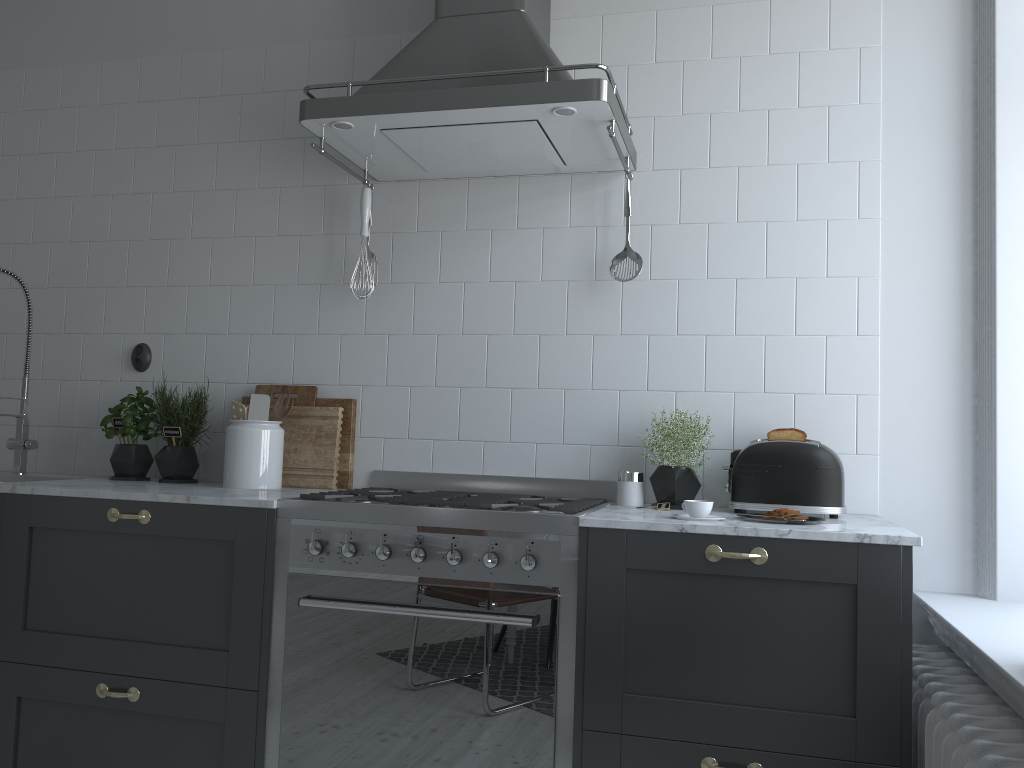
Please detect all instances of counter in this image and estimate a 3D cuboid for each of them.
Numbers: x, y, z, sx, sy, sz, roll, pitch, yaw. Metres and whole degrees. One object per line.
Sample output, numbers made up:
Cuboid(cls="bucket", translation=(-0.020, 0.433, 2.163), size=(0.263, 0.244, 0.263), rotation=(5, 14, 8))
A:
Cuboid(cls="counter", translation=(-0.950, 0.319, 2.651), size=(3.902, 0.020, 0.624), rotation=(1, -4, 15))

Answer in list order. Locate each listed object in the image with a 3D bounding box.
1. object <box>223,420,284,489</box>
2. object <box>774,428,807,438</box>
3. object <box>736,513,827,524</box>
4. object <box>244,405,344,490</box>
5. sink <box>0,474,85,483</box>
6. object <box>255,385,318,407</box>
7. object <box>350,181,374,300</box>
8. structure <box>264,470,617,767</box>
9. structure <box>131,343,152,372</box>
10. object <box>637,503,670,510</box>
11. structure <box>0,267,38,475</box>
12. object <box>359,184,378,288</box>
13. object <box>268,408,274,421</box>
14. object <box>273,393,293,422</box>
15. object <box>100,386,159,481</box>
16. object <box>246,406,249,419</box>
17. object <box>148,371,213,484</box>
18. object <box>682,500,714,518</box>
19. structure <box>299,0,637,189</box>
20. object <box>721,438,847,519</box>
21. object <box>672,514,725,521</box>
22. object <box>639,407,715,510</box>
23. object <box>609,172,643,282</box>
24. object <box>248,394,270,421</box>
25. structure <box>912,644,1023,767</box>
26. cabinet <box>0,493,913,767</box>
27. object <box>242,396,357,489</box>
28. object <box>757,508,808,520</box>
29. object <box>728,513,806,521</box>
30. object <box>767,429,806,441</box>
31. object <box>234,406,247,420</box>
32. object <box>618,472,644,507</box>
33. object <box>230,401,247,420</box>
Cuboid(cls="object", translation=(-0.799, 0.218, 2.747), size=(0.174, 0.208, 0.174), rotation=(1, -4, 10))
Cuboid(cls="object", translation=(0.757, 0.176, 2.435), size=(0.107, 0.110, 0.010), rotation=(1, -4, 19))
Cuboid(cls="object", translation=(0.648, 0.326, 2.136), size=(0.209, 0.011, 0.209), rotation=(5, -5, -37))
Cuboid(cls="object", translation=(-0.723, 0.201, 2.847), size=(0.360, 0.261, 0.053), rotation=(1, -4, 15))
Cuboid(cls="sink", translation=(-1.762, 0.393, 2.814), size=(0.669, 0.203, 0.384), rotation=(1, -4, 15))
Cuboid(cls="object", translation=(-0.748, 0.168, 2.881), size=(0.220, 0.330, 0.041), rotation=(1, -4, 15))
Cuboid(cls="object", translation=(-0.464, -0.451, 2.782), size=(0.074, 0.381, 0.076), rotation=(2, -4, -5))
Cuboid(cls="structure", translation=(-0.163, 0.805, 2.393), size=(0.779, 1.096, 0.651), rotation=(1, -4, 15))
Cuboid(cls="structure", translation=(-1.293, -0.093, 3.080), size=(0.079, 0.103, 0.032), rotation=(1, -4, 15))
Cuboid(cls="object", translation=(0.383, 0.330, 2.405), size=(0.091, 0.018, 0.062), rotation=(1, -4, 12))
Cuboid(cls="structure", translation=(-1.701, -0.042, 2.956), size=(0.100, 0.692, 0.266), rotation=(1, -4, 15))
Cuboid(cls="object", translation=(-0.456, -0.473, 2.816), size=(0.066, 0.332, 0.024), rotation=(1, -4, 20))
Cuboid(cls="object", translation=(-0.762, 0.197, 2.782), size=(0.050, 0.247, 0.114), rotation=(3, -4, -20))
Cuboid(cls="object", translation=(-0.754, 0.174, 2.778), size=(0.131, 0.296, 0.056), rotation=(2, -4, -6))
Cuboid(cls="object", translation=(-1.266, 0.162, 2.944), size=(0.172, 0.311, 0.179), rotation=(0, -4, 26))
Cuboid(cls="object", translation=(-0.796, 0.196, 2.788), size=(0.118, 0.250, 0.033), rotation=(1, -4, 15))
Cuboid(cls="object", translation=(-1.081, 0.136, 2.882), size=(0.196, 0.367, 0.186), rotation=(4, -4, -30))
Cuboid(cls="object", translation=(0.443, 0.299, 2.112), size=(0.072, 0.040, 0.070), rotation=(2, -4, 7))
Cuboid(cls="structure", translation=(-0.085, -1.168, 2.560), size=(0.843, 1.079, 0.567), rotation=(1, -4, 15))
Cuboid(cls="object", translation=(0.732, 0.248, 2.398), size=(0.326, 0.207, 0.219), rotation=(1, -4, 20))
Cuboid(cls="object", translation=(0.443, 0.318, 2.111), size=(0.126, 0.008, 0.126), rotation=(-1, -5, 41))
Cuboid(cls="object", translation=(0.459, 0.204, 2.472), size=(0.210, 0.283, 0.220), rotation=(0, -4, 28))
Cuboid(cls="object", translation=(0.337, -0.460, 2.596), size=(0.101, 0.331, 0.030), rotation=(0, -4, 25))
Cuboid(cls="object", translation=(-0.796, 0.173, 2.761), size=(0.064, 0.290, 0.141), rotation=(3, -4, -11))
Cuboid(cls="structure", translation=(0.854, 0.973, 1.438), size=(0.245, 0.753, 1.673), rotation=(1, -4, 15))
Cuboid(cls="cabinet", translation=(-0.970, 0.833, 2.606), size=(3.897, 1.012, 0.646), rotation=(1, -4, 15))
Cuboid(cls="object", translation=(-0.705, 0.190, 2.901), size=(0.400, 0.290, 0.030), rotation=(1, -4, 15))
Cuboid(cls="object", translation=(0.653, 0.314, 2.134), size=(0.074, 0.031, 0.119), rotation=(5, -5, -42))
Cuboid(cls="object", translation=(0.603, 0.317, 2.110), size=(0.018, 0.008, 0.209), rotation=(5, -5, -40))
Cuboid(cls="object", translation=(0.730, 0.174, 2.362), size=(0.107, 0.110, 0.010), rotation=(1, -4, 19))
Cuboid(cls="object", translation=(-0.830, 0.191, 2.752), size=(0.117, 0.251, 0.061), rotation=(-2, -5, 45))
Cuboid(cls="object", translation=(0.337, 0.297, 2.512), size=(0.072, 0.095, 0.072), rotation=(4, -4, -30))
Cuboid(cls="object", translation=(-0.843, 0.184, 2.732), size=(0.054, 0.262, 0.149), rotation=(3, -4, -10))
